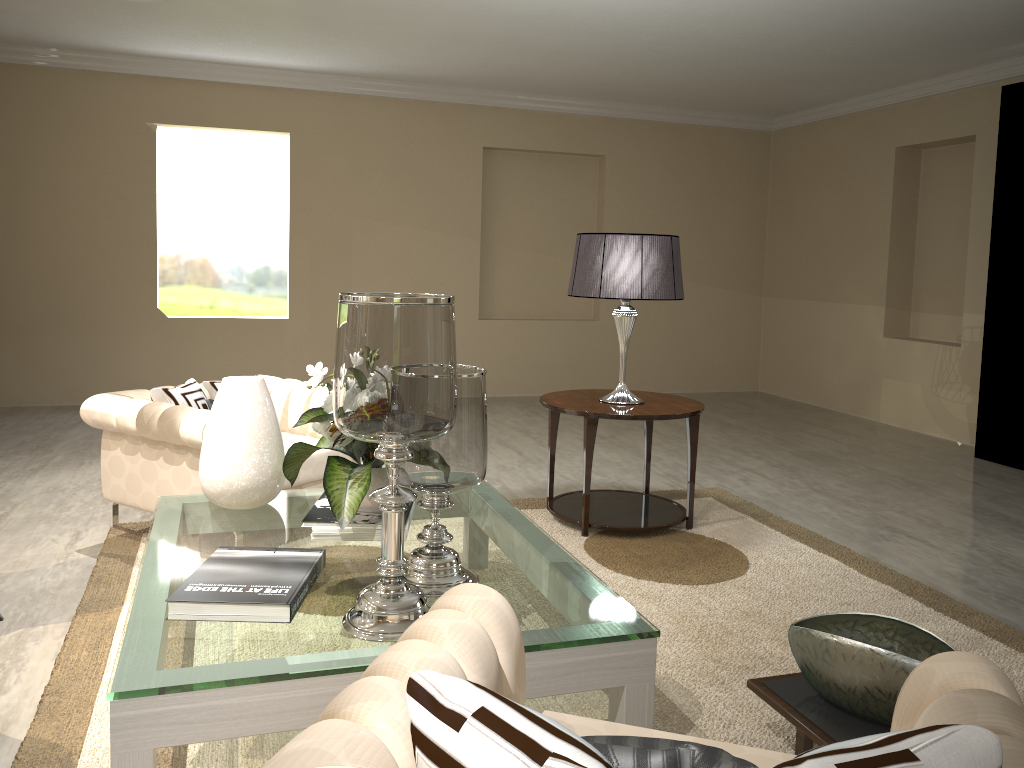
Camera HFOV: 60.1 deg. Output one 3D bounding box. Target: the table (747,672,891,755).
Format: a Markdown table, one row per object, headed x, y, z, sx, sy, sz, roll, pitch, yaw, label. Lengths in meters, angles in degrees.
| x | y | z | sx | sy | sz | roll | pitch | yaw | label |
| --- | --- | --- | --- | --- | --- | --- | --- | --- | --- |
| 0.736 | 0.752 | 1.834 | 0.336 | 0.155 | 0.387 | -1 | 8 | -18 | table |

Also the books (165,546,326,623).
| x | y | z | sx | sy | sz | roll | pitch | yaw | label |
| --- | --- | --- | --- | --- | --- | --- | --- | --- | --- |
| -0.586 | 0.447 | 2.000 | 0.259 | 0.044 | 0.353 | 2 | 8 | 0 | books |

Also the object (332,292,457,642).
| x | y | z | sx | sy | sz | roll | pitch | yaw | label |
| --- | --- | --- | --- | --- | --- | --- | --- | --- | --- |
| -0.242 | 0.158 | 1.820 | 0.251 | 0.680 | 0.252 | 0 | 5 | -13 | object |

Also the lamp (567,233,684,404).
| x | y | z | sx | sy | sz | roll | pitch | yaw | label |
| --- | --- | --- | --- | --- | --- | --- | --- | --- | --- |
| 0.461 | -0.268 | 3.630 | 0.475 | 0.678 | 0.476 | -4 | 8 | -43 | lamp |

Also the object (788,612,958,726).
| x | y | z | sx | sy | sz | roll | pitch | yaw | label |
| --- | --- | --- | --- | --- | --- | --- | --- | --- | --- |
| 0.749 | 0.591 | 1.822 | 0.196 | 0.177 | 0.377 | -4 | 9 | -43 | object |

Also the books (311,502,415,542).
| x | y | z | sx | sy | sz | roll | pitch | yaw | label |
| --- | --- | --- | --- | --- | --- | --- | --- | --- | --- |
| -0.418 | 0.390 | 2.539 | 0.254 | 0.019 | 0.345 | 1 | 8 | -2 | books |

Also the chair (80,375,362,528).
| x | y | z | sx | sy | sz | roll | pitch | yaw | label |
| --- | --- | --- | --- | --- | --- | --- | --- | --- | --- |
| -1.080 | 0.292 | 3.397 | 0.735 | 0.548 | 0.852 | 6 | 8 | 31 | chair |

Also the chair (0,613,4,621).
| x | y | z | sx | sy | sz | roll | pitch | yaw | label |
| --- | --- | --- | --- | --- | --- | --- | --- | --- | --- |
| -1.672 | 0.231 | 2.371 | 0.541 | 0.947 | 0.460 | 1 | 5 | -3 | chair |

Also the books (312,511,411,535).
| x | y | z | sx | sy | sz | roll | pitch | yaw | label |
| --- | --- | --- | --- | --- | --- | --- | --- | --- | --- |
| -0.418 | 0.372 | 2.532 | 0.254 | 0.019 | 0.339 | 1 | 8 | -4 | books |

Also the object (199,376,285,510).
| x | y | z | sx | sy | sz | roll | pitch | yaw | label |
| --- | --- | --- | --- | --- | --- | --- | --- | --- | --- |
| -0.810 | 0.175 | 2.667 | 0.252 | 0.384 | 0.253 | -1 | 6 | -23 | object |

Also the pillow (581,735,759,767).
| x | y | z | sx | sy | sz | roll | pitch | yaw | label |
| --- | --- | --- | --- | --- | --- | --- | --- | --- | --- |
| 0.182 | 0.494 | 1.034 | 0.251 | 0.186 | 0.129 | 4 | 6 | 19 | pillow |

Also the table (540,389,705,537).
| x | y | z | sx | sy | sz | roll | pitch | yaw | label |
| --- | --- | --- | --- | --- | --- | --- | --- | --- | --- |
| 0.444 | 0.317 | 3.679 | 0.674 | 0.496 | 0.678 | -1 | 7 | -21 | table |

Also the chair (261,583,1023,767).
| x | y | z | sx | sy | sz | roll | pitch | yaw | label |
| --- | --- | --- | --- | --- | --- | --- | --- | --- | --- |
| 0.190 | 0.652 | 1.064 | 0.850 | 0.550 | 0.713 | 4 | 7 | 17 | chair |

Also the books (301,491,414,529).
| x | y | z | sx | sy | sz | roll | pitch | yaw | label |
| --- | --- | --- | --- | --- | --- | --- | --- | --- | --- |
| -0.427 | 0.354 | 2.533 | 0.274 | 0.016 | 0.343 | 2 | 8 | -1 | books |

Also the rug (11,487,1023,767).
| x | y | z | sx | sy | sz | roll | pitch | yaw | label |
| --- | --- | --- | --- | --- | --- | --- | --- | --- | --- |
| 0.183 | 0.735 | 2.437 | 2.671 | 0.022 | 2.987 | -1 | 8 | -18 | rug |

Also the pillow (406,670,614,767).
| x | y | z | sx | sy | sz | roll | pitch | yaw | label |
| --- | --- | --- | --- | --- | --- | --- | --- | --- | --- |
| 0.019 | 0.477 | 0.985 | 0.301 | 0.268 | 0.198 | 7 | 8 | 41 | pillow |

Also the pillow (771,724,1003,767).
| x | y | z | sx | sy | sz | roll | pitch | yaw | label |
| --- | --- | --- | --- | --- | --- | --- | --- | --- | --- |
| 0.337 | 0.476 | 0.915 | 0.283 | 0.250 | 0.186 | -1 | 7 | -25 | pillow |

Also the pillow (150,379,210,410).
| x | y | z | sx | sy | sz | roll | pitch | yaw | label |
| --- | --- | --- | --- | --- | --- | --- | --- | --- | --- |
| -1.203 | 0.122 | 3.289 | 0.183 | 0.247 | 0.282 | 2 | 7 | 5 | pillow |

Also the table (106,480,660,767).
| x | y | z | sx | sy | sz | roll | pitch | yaw | label |
| --- | --- | --- | --- | --- | --- | --- | --- | --- | --- |
| -0.399 | 0.602 | 2.310 | 1.057 | 0.343 | 1.307 | -1 | 8 | -18 | table |

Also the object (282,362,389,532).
| x | y | z | sx | sy | sz | roll | pitch | yaw | label |
| --- | --- | --- | --- | --- | --- | --- | --- | --- | --- |
| -0.379 | 0.120 | 2.511 | 0.510 | 0.472 | 0.550 | 0 | 7 | -17 | object |

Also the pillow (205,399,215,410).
| x | y | z | sx | sy | sz | roll | pitch | yaw | label |
| --- | --- | --- | --- | --- | --- | --- | --- | --- | --- |
| -1.091 | 0.137 | 3.418 | 0.127 | 0.186 | 0.239 | 3 | 7 | 17 | pillow |

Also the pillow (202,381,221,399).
| x | y | z | sx | sy | sz | roll | pitch | yaw | label |
| --- | --- | --- | --- | --- | --- | --- | --- | --- | --- |
| -1.109 | 0.092 | 3.588 | 0.165 | 0.222 | 0.252 | 6 | 8 | 35 | pillow |

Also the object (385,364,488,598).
| x | y | z | sx | sy | sz | roll | pitch | yaw | label |
| --- | --- | --- | --- | --- | --- | --- | --- | --- | --- |
| -0.177 | 0.215 | 2.073 | 0.236 | 0.502 | 0.237 | 0 | 6 | -21 | object |
